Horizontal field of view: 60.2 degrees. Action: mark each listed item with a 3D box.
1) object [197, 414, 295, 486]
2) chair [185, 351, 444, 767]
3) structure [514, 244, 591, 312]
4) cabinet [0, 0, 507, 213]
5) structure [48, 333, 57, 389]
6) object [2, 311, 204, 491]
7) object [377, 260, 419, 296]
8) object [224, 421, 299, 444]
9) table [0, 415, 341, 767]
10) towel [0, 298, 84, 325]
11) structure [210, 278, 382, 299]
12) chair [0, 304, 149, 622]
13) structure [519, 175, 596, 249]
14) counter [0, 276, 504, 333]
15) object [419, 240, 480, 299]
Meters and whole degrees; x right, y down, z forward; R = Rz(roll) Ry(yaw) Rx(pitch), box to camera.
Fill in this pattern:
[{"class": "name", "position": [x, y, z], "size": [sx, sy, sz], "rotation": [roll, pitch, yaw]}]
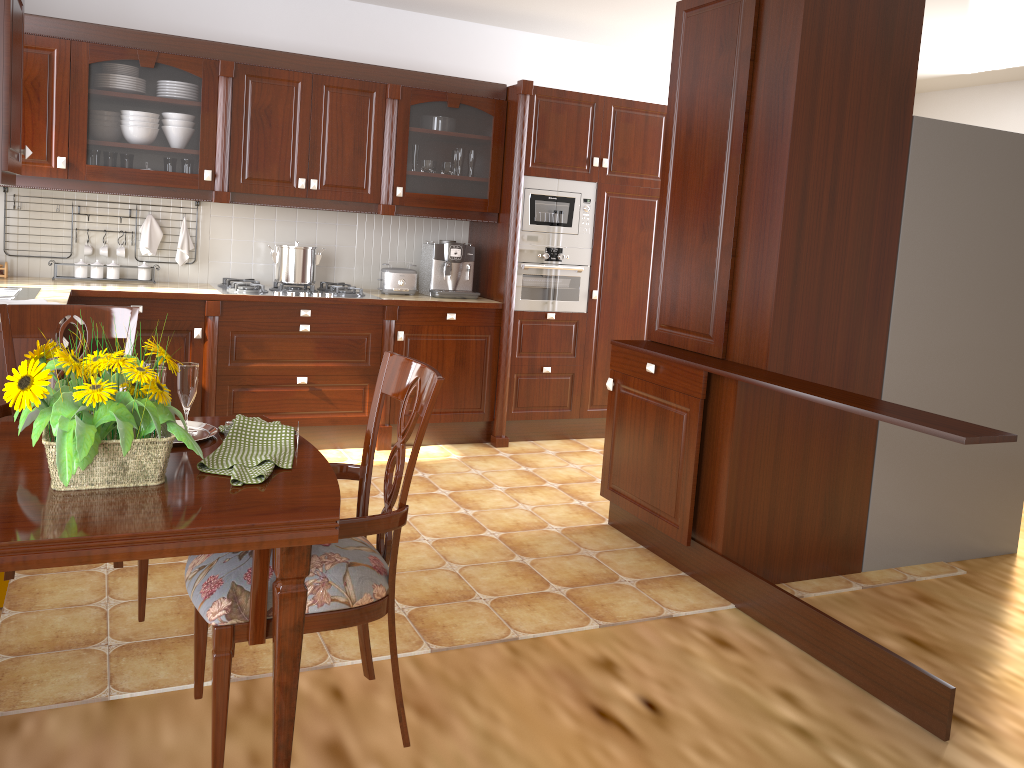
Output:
[{"class": "object", "position": [-0.519, 0.103, 1.773], "size": [0.166, 0.056, 0.534], "rotation": [2, 10, -12]}, {"class": "chair", "position": [-0.408, 0.328, 1.770], "size": [0.459, 0.740, 0.408], "rotation": [1, 7, -25]}, {"class": "structure", "position": [0.232, -0.604, 5.090], "size": [0.494, 0.372, 0.041], "rotation": [0, 7, -25]}, {"class": "cabinet", "position": [-1.027, -1.161, 3.806], "size": [2.779, 0.772, 1.383], "rotation": [0, 10, -25]}, {"class": "structure", "position": [-1.812, 0.160, 3.085], "size": [0.379, 0.741, 0.428], "rotation": [1, 7, -25]}, {"class": "object", "position": [-0.700, 0.027, 1.510], "size": [0.299, 0.334, 0.321], "rotation": [-1, 9, -33]}, {"class": "object", "position": [-0.639, -0.600, 4.998], "size": [0.243, 0.187, 0.142], "rotation": [0, 8, -25]}, {"class": "object", "position": [-0.514, 0.099, 1.819], "size": [0.146, 0.046, 0.047], "rotation": [2, 8, -12]}, {"class": "table", "position": [-1.154, 0.425, 1.429], "size": [1.677, 0.553, 0.742], "rotation": [0, 10, -25]}, {"class": "towel", "position": [-1.700, -0.253, 3.176], "size": [0.331, 0.096, 0.345], "rotation": [9, 11, 27]}, {"class": "structure", "position": [-1.163, -0.515, 4.735], "size": [0.815, 0.046, 0.596], "rotation": [-1, 11, -25]}, {"class": "chair", "position": [-1.123, 0.193, 2.248], "size": [0.404, 0.739, 0.463], "rotation": [1, 8, -28]}, {"class": "structure", "position": [0.192, -1.009, 5.195], "size": [0.494, 0.383, 0.320], "rotation": [0, 8, -25]}, {"class": "counter", "position": [-1.172, -0.364, 4.068], "size": [2.781, 0.032, 1.844], "rotation": [-1, 11, -25]}, {"class": "object", "position": [-0.357, -0.666, 5.111], "size": [0.274, 0.319, 0.326], "rotation": [1, 9, -25]}]
